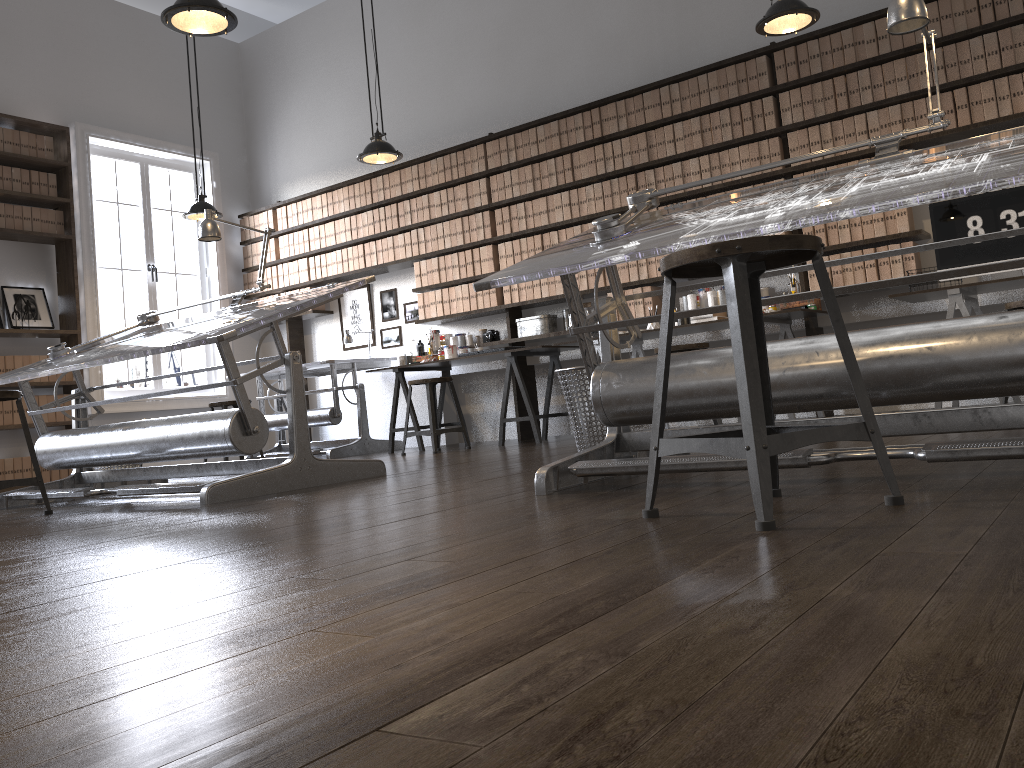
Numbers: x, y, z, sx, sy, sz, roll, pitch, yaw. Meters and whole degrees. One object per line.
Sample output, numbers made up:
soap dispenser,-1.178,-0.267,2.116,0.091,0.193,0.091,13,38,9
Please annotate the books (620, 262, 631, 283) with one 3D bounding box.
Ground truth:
books,0.855,-0.839,6.434,0.066,0.227,0.174,-9,-5,35

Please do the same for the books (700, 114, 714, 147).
books,1.372,-1.722,6.090,0.066,0.226,0.174,-9,-5,35

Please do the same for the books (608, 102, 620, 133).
books,0.782,-1.932,6.499,0.066,0.226,0.174,-9,-5,35

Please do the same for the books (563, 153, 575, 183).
books,0.473,-1.616,6.714,0.066,0.227,0.174,-9,-5,35

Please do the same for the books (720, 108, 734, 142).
books,1.485,-1.735,6.006,0.066,0.226,0.174,-9,-5,35

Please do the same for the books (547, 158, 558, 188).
books,0.354,-1.602,6.798,0.066,0.226,0.174,-9,-5,35

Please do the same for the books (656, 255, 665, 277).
books,1.089,-0.866,6.276,0.066,0.226,0.174,-9,-5,35

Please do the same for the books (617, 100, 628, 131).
books,0.843,-1.939,6.461,0.066,0.226,0.174,-9,-5,35

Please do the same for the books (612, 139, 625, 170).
books,0.816,-1.656,6.474,0.066,0.227,0.174,-9,-5,35

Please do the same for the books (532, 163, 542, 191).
books,0.242,-1.589,6.882,0.066,0.226,0.174,-9,-5,35

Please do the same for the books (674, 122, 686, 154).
books,1.210,-1.703,6.200,0.066,0.226,0.174,-9,-5,35

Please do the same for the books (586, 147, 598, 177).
books,0.637,-1.635,6.598,0.066,0.227,0.174,-9,-5,35

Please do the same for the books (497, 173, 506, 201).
books,-0.035,-1.556,7.075,0.066,0.226,0.174,-9,-5,35

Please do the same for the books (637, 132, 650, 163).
books,0.979,-1.676,6.358,0.066,0.227,0.174,-9,-5,35

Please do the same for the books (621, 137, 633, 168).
books,0.876,-1.663,6.434,0.066,0.226,0.174,-9,-5,35

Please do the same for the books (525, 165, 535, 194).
books,0.183,-1.582,6.916,0.066,0.227,0.174,-9,-5,35

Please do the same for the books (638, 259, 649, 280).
books,0.975,-0.853,6.354,0.066,0.226,0.174,-9,-5,35

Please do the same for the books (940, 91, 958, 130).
books,2.591,-1.594,5.233,0.066,0.226,0.174,-9,-5,35

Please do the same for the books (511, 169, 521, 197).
books,0.080,-1.570,6.992,0.066,0.226,0.174,-9,-5,35

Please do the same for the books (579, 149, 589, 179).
books,0.588,-1.630,6.637,0.066,0.226,0.174,-9,-5,35

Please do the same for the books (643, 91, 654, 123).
books,1.018,-1.959,6.340,0.066,0.226,0.174,-9,-5,35

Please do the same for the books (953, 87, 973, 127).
books,2.649,-1.601,5.186,0.066,0.227,0.174,-9,-5,35

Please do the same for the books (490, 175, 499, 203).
books,-0.091,-1.550,7.116,0.066,0.226,0.174,-9,-5,35

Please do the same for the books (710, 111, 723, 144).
books,1.430,-1.728,6.050,0.066,0.226,0.174,-9,-5,35

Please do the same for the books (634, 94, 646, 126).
books,0.958,-1.952,6.383,0.066,0.226,0.174,-9,-5,35

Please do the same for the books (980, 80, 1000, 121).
books,2.762,-1.614,5.105,0.066,0.226,0.174,-9,-5,35

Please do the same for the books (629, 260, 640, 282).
books,0.914,-0.846,6.393,0.066,0.226,0.174,-9,-5,35

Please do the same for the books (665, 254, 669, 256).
books,1.144,-0.873,6.233,0.066,0.227,0.174,-9,-5,35

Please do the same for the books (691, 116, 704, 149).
books,1.314,-1.715,6.123,0.066,0.227,0.174,-9,-5,35

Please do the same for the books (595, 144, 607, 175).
books,0.695,-1.642,6.556,0.066,0.226,0.174,-9,-5,35

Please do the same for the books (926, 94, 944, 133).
books,2.531,-1.587,5.269,0.066,0.226,0.174,-9,-5,35

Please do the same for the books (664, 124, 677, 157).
books,1.151,-1.696,6.239,0.066,0.227,0.174,-9,-5,35

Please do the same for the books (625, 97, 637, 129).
books,0.902,-1.946,6.424,0.066,0.226,0.174,-9,-5,35

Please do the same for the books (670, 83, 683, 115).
books,1.186,-1.979,6.220,0.066,0.226,0.174,-9,-5,35

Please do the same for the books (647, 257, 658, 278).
books,1.033,-0.860,6.318,0.066,0.226,0.174,-9,-5,35

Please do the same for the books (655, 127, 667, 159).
books,1.096,-1.689,6.283,0.066,0.226,0.174,-9,-5,35

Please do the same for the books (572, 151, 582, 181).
books,0.536,-1.623,6.676,0.066,0.226,0.174,-9,-5,35

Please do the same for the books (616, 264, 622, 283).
books,0.806,-0.833,6.473,0.066,0.226,0.174,-9,-5,35

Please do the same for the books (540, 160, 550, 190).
books,0.299,-1.596,6.842,0.066,0.226,0.174,-9,-5,35

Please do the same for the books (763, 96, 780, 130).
books,1.727,-1.763,5.839,0.066,0.226,0.174,-9,-5,35

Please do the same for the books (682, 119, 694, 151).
books,1.262,-1.709,6.165,0.066,0.226,0.174,-9,-5,35

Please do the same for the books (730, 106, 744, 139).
books,1.546,-1.742,5.969,0.066,0.226,0.174,-9,-5,35

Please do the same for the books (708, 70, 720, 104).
books,1.416,-2.006,6.060,0.066,0.226,0.174,-9,-5,35

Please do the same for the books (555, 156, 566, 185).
books,0.415,-1.609,6.761,0.066,0.226,0.174,-9,-5,35

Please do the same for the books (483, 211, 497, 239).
books,-0.148,-1.273,7.152,0.066,0.226,0.174,-9,-5,35

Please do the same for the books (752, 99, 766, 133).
books,1.667,-1.756,5.884,0.066,0.226,0.174,-9,-5,35

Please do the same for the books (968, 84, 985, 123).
books,2.713,-1.608,5.148,0.066,0.226,0.174,-9,-5,35

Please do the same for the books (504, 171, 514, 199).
books,0.020,-1.563,7.032,0.066,0.227,0.174,-9,-5,35

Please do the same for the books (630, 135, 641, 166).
books,0.928,-1.670,6.400,0.066,0.226,0.174,-9,-5,35

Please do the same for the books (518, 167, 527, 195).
books,0.132,-1.576,6.957,0.066,0.226,0.174,-9,-5,35

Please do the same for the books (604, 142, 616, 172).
books,0.756,-1.649,6.518,0.066,0.226,0.174,-9,-5,35

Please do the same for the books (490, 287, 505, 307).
books,-0.099,-0.727,7.104,0.066,0.227,0.174,-9,-5,35

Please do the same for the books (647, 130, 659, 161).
books,1.040,-1.683,6.324,0.066,0.226,0.174,-9,-5,35

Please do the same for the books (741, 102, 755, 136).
books,1.603,-1.749,5.922,0.066,0.227,0.174,-9,-5,35

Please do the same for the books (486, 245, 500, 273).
books,-0.123,-0.997,7.123,0.066,0.227,0.174,-9,-5,35
